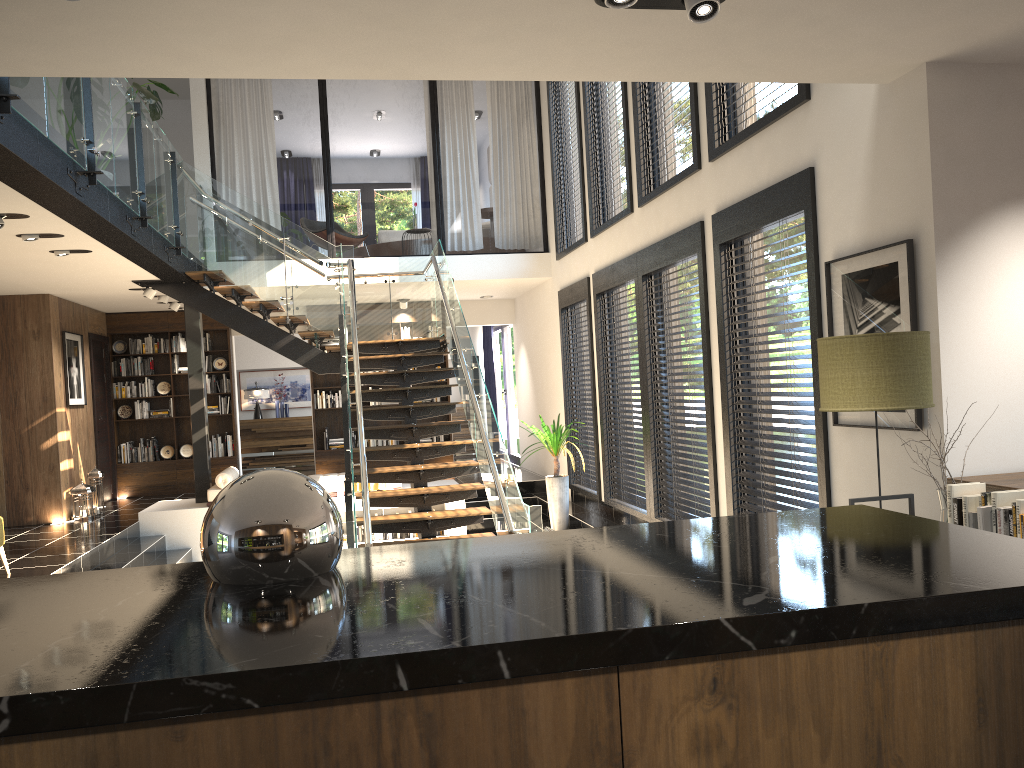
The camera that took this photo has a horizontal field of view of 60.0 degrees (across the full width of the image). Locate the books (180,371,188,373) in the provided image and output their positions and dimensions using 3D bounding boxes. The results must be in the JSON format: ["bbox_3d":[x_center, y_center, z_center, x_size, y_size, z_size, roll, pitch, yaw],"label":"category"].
[{"bbox_3d":[-4.794,-0.178,13.178,0.239,0.033,0.176,-3,0,-13],"label":"books"}]

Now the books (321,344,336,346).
[{"bbox_3d":[-2.764,-0.597,13.508,0.268,0.026,0.156,-3,0,-6],"label":"books"}]

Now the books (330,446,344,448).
[{"bbox_3d":[-2.651,0.955,13.546,0.258,0.024,0.167,-3,0,-10],"label":"books"}]

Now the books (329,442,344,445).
[{"bbox_3d":[-2.654,0.902,13.544,0.287,0.030,0.176,-3,0,-13],"label":"books"}]

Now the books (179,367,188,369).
[{"bbox_3d":[-4.797,-0.235,13.173,0.264,0.021,0.189,-3,0,-12],"label":"books"}]

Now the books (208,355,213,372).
[{"bbox_3d":[-4.487,-0.303,13.193,0.035,0.251,0.196,-3,0,-10],"label":"books"}]

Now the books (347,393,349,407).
[{"bbox_3d":[-2.496,0.246,13.549,0.028,0.210,0.169,-3,0,-10],"label":"books"}]

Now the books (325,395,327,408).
[{"bbox_3d":[-2.833,0.266,13.499,0.022,0.207,0.130,-3,0,-10],"label":"books"}]

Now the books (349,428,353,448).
[{"bbox_3d":[-2.465,0.827,13.581,0.031,0.310,0.169,-3,1,-10],"label":"books"}]

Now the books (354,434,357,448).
[{"bbox_3d":[-2.403,0.872,13.610,0.023,0.212,0.123,-3,0,-10],"label":"books"}]

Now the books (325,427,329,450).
[{"bbox_3d":[-2.814,0.831,13.485,0.028,0.340,0.203,-3,0,-10],"label":"books"}]

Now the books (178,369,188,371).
[{"bbox_3d":[-4.794,-0.209,13.164,0.266,0.030,0.209,-3,0,-10],"label":"books"}]

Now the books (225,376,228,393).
[{"bbox_3d":[-4.246,0.005,13.212,0.018,0.246,0.144,-3,0,-11],"label":"books"}]

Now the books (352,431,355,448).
[{"bbox_3d":[-2.431,0.829,13.583,0.036,0.302,0.186,-3,0,-10],"label":"books"}]

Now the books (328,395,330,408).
[{"bbox_3d":[-2.782,0.268,13.500,0.024,0.197,0.173,-3,0,-10],"label":"books"}]

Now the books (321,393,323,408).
[{"bbox_3d":[-2.886,0.249,13.494,0.023,0.245,0.159,-3,0,-10],"label":"books"}]

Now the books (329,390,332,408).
[{"bbox_3d":[-2.759,0.229,13.508,0.029,0.272,0.152,-3,1,-10],"label":"books"}]

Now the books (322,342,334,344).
[{"bbox_3d":[-2.766,-0.622,13.511,0.273,0.025,0.156,-3,0,-13],"label":"books"}]

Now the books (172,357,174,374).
[{"bbox_3d":[-5.003,-0.271,13.137,0.028,0.242,0.194,-3,0,-10],"label":"books"}]

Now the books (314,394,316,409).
[{"bbox_3d":[-2.994,0.265,13.486,0.025,0.227,0.156,-3,0,-10],"label":"books"}]

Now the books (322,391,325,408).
[{"bbox_3d":[-2.858,0.241,13.481,0.029,0.258,0.181,-3,0,-10],"label":"books"}]

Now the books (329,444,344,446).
[{"bbox_3d":[-2.655,0.930,13.558,0.271,0.025,0.156,-3,0,-10],"label":"books"}]

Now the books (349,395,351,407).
[{"bbox_3d":[-2.479,0.257,13.596,0.022,0.185,0.127,-3,0,-10],"label":"books"}]

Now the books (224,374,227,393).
[{"bbox_3d":[-4.259,-0.010,13.187,0.016,0.278,0.202,-3,0,-10],"label":"books"}]

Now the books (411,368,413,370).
[{"bbox_3d":[-1.540,-0.150,13.747,0.023,0.261,0.146,-3,1,-10],"label":"books"}]

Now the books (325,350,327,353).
[{"bbox_3d":[-2.825,-0.386,13.489,0.034,0.245,0.127,-3,1,-10],"label":"books"}]

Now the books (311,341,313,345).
[{"bbox_3d":[-3.041,-0.701,13.466,0.026,0.263,0.156,-3,0,-10],"label":"books"}]

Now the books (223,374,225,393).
[{"bbox_3d":[-4.280,-0.009,13.202,0.018,0.278,0.114,-3,1,-11],"label":"books"}]

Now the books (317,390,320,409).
[{"bbox_3d":[-2.937,0.234,13.467,0.028,0.282,0.169,-3,0,-10],"label":"books"}]

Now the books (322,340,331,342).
[{"bbox_3d":[-2.767,-0.648,13.511,0.250,0.026,0.148,-3,0,-6],"label":"books"}]

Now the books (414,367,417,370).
[{"bbox_3d":[-1.493,-0.143,13.771,0.025,0.243,0.119,-3,1,-10],"label":"books"}]

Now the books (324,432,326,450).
[{"bbox_3d":[-2.847,0.867,13.524,0.025,0.270,0.156,-3,1,-10],"label":"books"}]

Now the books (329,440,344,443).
[{"bbox_3d":[-2.658,0.874,13.557,0.271,0.025,0.156,-3,0,-10],"label":"books"}]

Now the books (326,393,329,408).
[{"bbox_3d":[-2.809,0.254,13.503,0.028,0.227,0.136,-3,0,-10],"label":"books"}]

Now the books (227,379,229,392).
[{"bbox_3d":[-4.223,0.027,13.208,0.023,0.200,0.121,-3,0,-11],"label":"books"}]

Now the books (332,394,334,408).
[{"bbox_3d":[-2.735,0.256,13.526,0.021,0.216,0.170,-3,0,-10],"label":"books"}]

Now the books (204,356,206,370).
[{"bbox_3d":[-4.562,-0.291,13.177,0.025,0.235,0.232,-3,0,-10],"label":"books"}]

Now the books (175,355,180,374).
[{"bbox_3d":[-4.952,-0.291,13.125,0.016,0.278,0.209,-3,0,-10],"label":"books"}]

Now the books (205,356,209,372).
[{"bbox_3d":[-4.530,-0.294,13.201,0.047,0.238,0.225,-3,0,-10],"label":"books"}]

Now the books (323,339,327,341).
[{"bbox_3d":[-2.770,-0.673,13.516,0.270,0.025,0.156,-3,0,-10],"label":"books"}]

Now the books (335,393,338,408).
[{"bbox_3d":[-2.674,0.250,13.518,0.030,0.222,0.190,-3,0,-10],"label":"books"}]

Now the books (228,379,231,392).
[{"bbox_3d":[-4.196,0.028,13.197,0.026,0.196,0.170,-3,0,-10],"label":"books"}]

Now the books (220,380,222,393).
[{"bbox_3d":[-4.320,0.038,13.198,0.026,0.190,0.121,-3,0,-10],"label":"books"}]

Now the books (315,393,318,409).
[{"bbox_3d":[-2.969,0.258,13.495,0.028,0.237,0.134,-3,1,-10],"label":"books"}]

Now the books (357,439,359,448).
[{"bbox_3d":[-2.353,0.848,13.602,0.075,0.254,0.181,-3,0,-11],"label":"books"}]

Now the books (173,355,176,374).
[{"bbox_3d":[-4.973,-0.291,13.116,0.027,0.279,0.166,-3,0,-10],"label":"books"}]

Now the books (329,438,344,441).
[{"bbox_3d":[-2.657,0.849,13.546,0.257,0.024,0.167,-3,0,-10],"label":"books"}]

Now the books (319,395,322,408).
[{"bbox_3d":[-2.906,0.273,13.470,0.028,0.199,0.175,-3,0,-10],"label":"books"}]

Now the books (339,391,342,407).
[{"bbox_3d":[-2.618,0.229,13.519,0.029,0.256,0.167,-3,0,-10],"label":"books"}]

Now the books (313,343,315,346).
[{"bbox_3d":[-3.011,-0.696,13.463,0.032,0.250,0.167,-3,0,-10],"label":"books"}]

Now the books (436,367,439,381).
[{"bbox_3d":[-1.170,-0.149,13.812,0.026,0.219,0.156,-3,0,-10],"label":"books"}]

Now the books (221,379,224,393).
[{"bbox_3d":[-4.294,0.027,13.183,0.020,0.209,0.147,-3,0,-10],"label":"books"}]

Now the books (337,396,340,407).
[{"bbox_3d":[-2.646,0.274,13.535,0.027,0.171,0.146,-3,0,-10],"label":"books"}]

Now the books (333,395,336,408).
[{"bbox_3d":[-2.706,0.266,13.525,0.033,0.193,0.172,-3,0,-10],"label":"books"}]

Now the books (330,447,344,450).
[{"bbox_3d":[-2.653,0.979,13.562,0.247,0.026,0.148,-3,0,-11],"label":"books"}]
